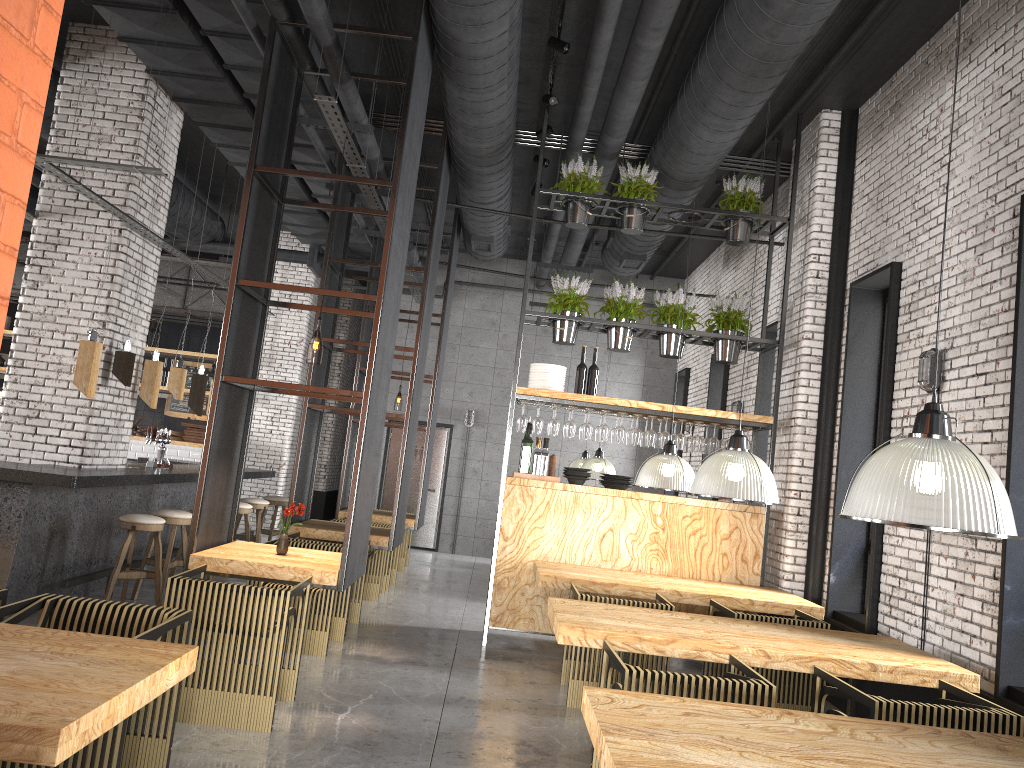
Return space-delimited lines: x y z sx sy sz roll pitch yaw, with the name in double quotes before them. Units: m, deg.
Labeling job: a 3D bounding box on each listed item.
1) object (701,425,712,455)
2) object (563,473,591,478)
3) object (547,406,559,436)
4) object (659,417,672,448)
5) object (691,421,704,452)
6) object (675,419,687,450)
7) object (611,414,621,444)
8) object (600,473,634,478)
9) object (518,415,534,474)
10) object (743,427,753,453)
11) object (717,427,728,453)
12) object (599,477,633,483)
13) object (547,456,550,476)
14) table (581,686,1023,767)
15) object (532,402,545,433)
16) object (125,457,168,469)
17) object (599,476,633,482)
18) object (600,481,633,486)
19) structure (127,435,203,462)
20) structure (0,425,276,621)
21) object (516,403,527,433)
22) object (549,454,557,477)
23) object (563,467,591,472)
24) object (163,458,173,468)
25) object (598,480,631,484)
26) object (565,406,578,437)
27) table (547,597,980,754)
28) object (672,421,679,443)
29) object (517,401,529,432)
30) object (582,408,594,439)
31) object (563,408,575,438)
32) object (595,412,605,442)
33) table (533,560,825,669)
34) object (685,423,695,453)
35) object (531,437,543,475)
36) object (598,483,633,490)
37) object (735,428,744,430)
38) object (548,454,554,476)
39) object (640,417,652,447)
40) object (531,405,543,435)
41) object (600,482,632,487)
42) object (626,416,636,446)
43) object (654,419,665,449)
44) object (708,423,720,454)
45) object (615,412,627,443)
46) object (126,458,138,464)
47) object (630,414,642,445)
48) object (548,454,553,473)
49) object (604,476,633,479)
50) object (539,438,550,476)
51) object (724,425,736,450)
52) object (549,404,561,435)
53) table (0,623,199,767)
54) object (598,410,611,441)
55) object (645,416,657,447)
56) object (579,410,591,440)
"object" 1.788 0.512 8.156 0.101 0.268 0.100 3 -7 30
"object" 0.579 0.845 7.964 0.257 0.076 0.256 7 -5 0
"object" 0.376 0.345 8.150 0.101 0.268 0.100 2 -8 36
"object" 1.363 0.435 7.870 0.101 0.268 0.100 2 -8 36
"object" 1.647 0.468 7.871 0.101 0.268 0.100 3 -7 30
"object" 1.501 0.451 7.871 0.101 0.268 0.100 2 -8 36
"object" 0.962 0.414 8.153 0.101 0.268 0.100 2 -8 36
"object" 0.936 0.835 7.954 0.305 0.039 0.305 8 -6 -17
"object" 0.136 0.553 7.923 0.106 0.555 0.156 7 -6 -1
"object" 2.086 0.520 7.873 0.101 0.268 0.100 3 -7 30
"object" 1.935 0.529 8.157 0.101 0.268 0.100 3 -7 30
"object" 0.931 0.875 7.947 0.305 0.042 0.306 12 -7 -43
"object" 0.360 0.772 8.170 0.056 0.249 0.056 8 -6 -8
"table" 1.275 1.554 2.694 2.116 0.765 0.998 7 -6 0
"object" 0.235 0.301 7.865 0.101 0.268 0.100 2 -8 36
"object" -3.605 0.777 8.753 0.200 0.106 0.765 7 -5 0
"object" 0.933 0.861 7.950 0.306 0.037 0.305 7 -5 1
"object" 0.928 0.898 7.945 0.306 0.044 0.305 7 -5 0
"structure" -7.515 1.338 14.254 5.800 1.349 1.507 7 -6 0
"structure" -5.362 1.017 9.208 4.310 1.537 5.864 7 -5 0
"object" 0.093 0.311 8.149 0.101 0.268 0.100 2 -8 36
"object" 0.365 0.748 7.910 0.056 0.249 0.056 8 -6 -8
"object" 0.588 0.791 7.970 0.257 0.076 0.256 3 -7 37
"object" -3.706 0.850 9.573 0.091 0.091 0.177 10 -6 -25
"object" 0.928 0.890 7.946 0.305 0.046 0.305 12 -7 -42
"object" 0.528 0.336 7.866 0.101 0.268 0.100 2 -8 36
"table" 1.236 1.755 4.879 2.116 0.765 0.998 7 -6 0
"object" 1.495 0.477 8.155 0.101 0.268 0.100 2 -8 36
"object" 0.098 0.285 7.864 0.101 0.268 0.100 2 -8 36
"object" 0.674 0.353 7.867 0.101 0.268 0.100 2 -8 36
"object" 0.523 0.362 8.151 0.101 0.268 0.100 2 -8 36
"object" 0.815 0.397 8.152 0.101 0.268 0.100 2 -8 36
"table" 1.198 1.947 6.979 2.116 0.765 0.998 7 -6 0
"object" 1.642 0.494 8.156 0.101 0.268 0.100 3 -7 30
"object" 0.227 0.658 7.927 0.070 0.368 0.107 7 -6 -1
"object" 0.925 0.924 7.942 0.306 0.035 0.305 3 -7 37
"object" 2.081 0.547 8.158 0.101 0.268 0.100 3 -7 30
"object" 0.363 0.756 7.997 0.056 0.249 0.056 8 -6 -8
"object" 1.231 0.446 8.154 0.101 0.268 0.100 2 -8 36
"object" 0.230 0.327 8.149 0.101 0.268 0.100 2 -8 36
"object" 0.926 0.913 7.943 0.306 0.041 0.305 5 -6 17
"object" 1.100 0.430 8.153 0.101 0.268 0.100 2 -8 36
"object" 1.358 0.461 8.154 0.101 0.268 0.100 2 -8 36
"object" 1.793 0.486 7.872 0.101 0.268 0.100 3 -7 30
"object" 0.967 0.388 7.868 0.101 0.268 0.100 2 -8 36
"object" -5.050 1.502 11.591 0.399 1.037 0.396 2 -8 35
"object" 1.106 0.404 7.869 0.101 0.268 0.100 2 -8 36
"object" 0.362 0.764 8.083 0.056 0.249 0.056 8 -6 -8
"object" 0.934 0.849 7.952 0.305 0.049 0.305 4 -6 25
"object" 0.292 0.666 7.928 0.070 0.368 0.107 7 -6 -1
"object" 1.940 0.503 7.873 0.101 0.268 0.100 3 -7 30
"object" 0.381 0.318 7.866 0.101 0.268 0.100 2 -8 36
"table" -1.639 1.201 2.598 0.996 0.765 0.998 7 -6 0
"object" 0.821 0.371 7.868 0.101 0.268 0.100 2 -8 36
"object" 1.236 0.420 7.869 0.101 0.268 0.100 2 -8 36
"object" 0.669 0.379 8.151 0.101 0.268 0.100 2 -8 36
